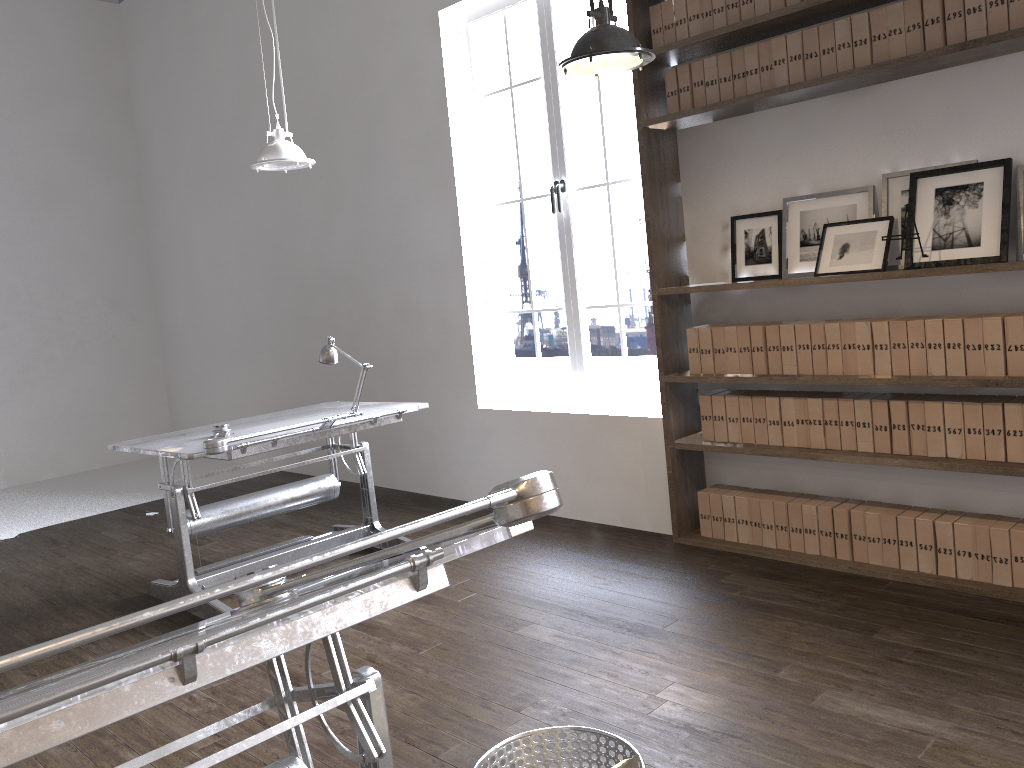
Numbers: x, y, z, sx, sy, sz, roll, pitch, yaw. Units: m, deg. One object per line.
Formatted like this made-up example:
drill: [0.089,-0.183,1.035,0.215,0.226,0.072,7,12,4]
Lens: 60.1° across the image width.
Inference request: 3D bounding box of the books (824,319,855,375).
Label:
books: [1.421,-0.159,3.807,0.175,0.225,0.067,-10,6,-44]

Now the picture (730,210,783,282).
picture: [1.147,-0.641,4.146,0.058,0.314,0.266,-9,6,-44]

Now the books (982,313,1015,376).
books: [1.857,-0.150,3.366,0.175,0.225,0.066,-10,6,-44]

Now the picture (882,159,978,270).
picture: [1.680,-0.672,3.571,0.091,0.404,0.369,-9,6,-44]

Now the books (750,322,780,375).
books: [1.174,-0.164,4.062,0.175,0.225,0.067,-10,6,-44]

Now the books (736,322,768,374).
books: [1.126,-0.166,4.119,0.175,0.225,0.066,-10,6,-44]

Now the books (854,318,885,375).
books: [1.514,-0.157,3.716,0.175,0.225,0.066,-10,6,-44]

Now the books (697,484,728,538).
books: [1.001,0.626,4.379,0.175,0.225,0.066,-10,6,-44]

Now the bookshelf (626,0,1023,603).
bookshelf: [1.695,-0.356,3.560,0.414,3.710,2.472,-9,6,-44]

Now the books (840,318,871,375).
books: [1.471,-0.158,3.762,0.175,0.225,0.066,-10,6,-44]

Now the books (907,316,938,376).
books: [1.665,-0.155,3.567,0.175,0.225,0.066,-10,6,-44]

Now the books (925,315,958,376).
books: [1.711,-0.153,3.514,0.175,0.225,0.066,-10,6,-44]

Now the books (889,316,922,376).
books: [1.615,-0.155,3.615,0.175,0.225,0.066,-10,6,-44]

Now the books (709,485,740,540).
books: [1.048,0.627,4.328,0.175,0.225,0.066,-10,6,-44]

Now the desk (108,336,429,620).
desk: [-1.076,0.380,4.293,1.274,1.185,1.171,-11,7,-44]

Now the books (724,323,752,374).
books: [1.079,-0.167,4.164,0.175,0.225,0.066,-10,6,-44]

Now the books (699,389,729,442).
books: [0.991,0.151,4.300,0.175,0.225,0.067,-10,6,-44]

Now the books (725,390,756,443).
books: [1.094,0.152,4.199,0.175,0.225,0.066,-10,6,-44]

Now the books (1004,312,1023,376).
books: [1.912,-0.149,3.313,0.175,0.225,0.066,-10,6,-44]

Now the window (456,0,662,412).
window: [0.293,-1.027,4.961,0.154,2.489,1.482,-9,6,-44]

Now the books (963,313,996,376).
books: [1.810,-0.150,3.408,0.175,0.225,0.067,-10,6,-44]

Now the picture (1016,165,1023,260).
picture: [2.057,-0.639,3.185,0.095,0.360,0.433,-9,6,-44]

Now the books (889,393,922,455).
books: [1.628,0.164,3.648,0.175,0.225,0.067,-10,6,-44]

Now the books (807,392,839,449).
books: [1.380,0.159,3.902,0.175,0.225,0.067,-10,6,-44]

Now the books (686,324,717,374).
books: [0.933,-0.170,4.312,0.175,0.225,0.066,-10,6,-44]

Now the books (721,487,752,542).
books: [1.094,0.628,4.275,0.175,0.225,0.067,-10,6,-44]

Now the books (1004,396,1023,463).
books: [1.928,0.170,3.345,0.175,0.225,0.066,-10,6,-44]

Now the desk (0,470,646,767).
desk: [-0.822,0.604,1.294,2.290,1.382,1.076,-11,7,-44]

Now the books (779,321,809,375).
books: [1.276,-0.162,3.958,0.175,0.225,0.066,-10,6,-44]

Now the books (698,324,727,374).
books: [0.981,-0.168,4.258,0.175,0.225,0.066,-10,6,-44]

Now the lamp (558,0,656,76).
lamp: [0.194,-2.135,2.764,0.312,2.245,0.312,-4,4,26]

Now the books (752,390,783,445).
books: [1.193,0.154,4.100,0.175,0.225,0.066,-10,6,-44]

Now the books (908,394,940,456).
books: [1.684,0.164,3.599,0.175,0.225,0.066,-10,6,-44]

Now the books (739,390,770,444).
books: [1.146,0.153,4.152,0.175,0.225,0.066,-10,6,-44]

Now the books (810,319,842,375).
books: [1.378,-0.161,3.859,0.175,0.225,0.066,-10,6,-44]

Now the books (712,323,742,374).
books: [1.031,-0.167,4.206,0.175,0.225,0.067,-10,6,-44]

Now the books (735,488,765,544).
books: [1.146,0.629,4.224,0.175,0.225,0.066,-10,6,-44]

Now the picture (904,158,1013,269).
picture: [1.731,-0.655,3.446,0.149,0.390,0.373,-10,6,-44]

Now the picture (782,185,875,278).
picture: [1.379,-0.657,3.878,0.083,0.364,0.415,-9,6,-44]

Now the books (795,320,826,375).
books: [1.329,-0.162,3.910,0.175,0.225,0.066,-10,6,-44]

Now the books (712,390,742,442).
books: [1.041,0.152,4.248,0.175,0.225,0.066,-10,6,-44]

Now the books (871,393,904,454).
books: [1.580,0.162,3.706,0.175,0.225,0.066,-10,6,-44]

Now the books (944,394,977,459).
books: [1.778,0.167,3.498,0.175,0.225,0.066,-10,6,-44]

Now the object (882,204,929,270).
object: [1.535,-0.572,3.465,0.040,0.259,0.174,-9,6,-44]

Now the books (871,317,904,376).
books: [1.563,-0.156,3.663,0.175,0.225,0.067,-10,6,-44]

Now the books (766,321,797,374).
books: [1.230,-0.164,4.012,0.175,0.225,0.066,-10,6,-44]

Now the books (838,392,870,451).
books: [1.481,0.160,3.807,0.175,0.225,0.066,-10,6,-44]

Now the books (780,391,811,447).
books: [1.291,0.156,3.997,0.175,0.225,0.066,-10,6,-44]

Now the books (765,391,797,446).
books: [1.240,0.156,4.047,0.175,0.225,0.067,-10,6,-44]

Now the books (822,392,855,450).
books: [1.431,0.159,3.858,0.175,0.225,0.066,-10,6,-44]

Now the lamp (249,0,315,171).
lamp: [-1.217,-2.165,4.204,0.312,2.245,0.312,-4,4,26]

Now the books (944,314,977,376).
books: [1.759,-0.151,3.460,0.175,0.225,0.066,-10,6,-44]

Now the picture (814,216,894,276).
picture: [1.435,-0.574,3.724,0.145,0.228,0.299,-10,7,-44]

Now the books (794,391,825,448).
books: [1.336,0.157,3.953,0.175,0.225,0.066,-10,6,-44]
